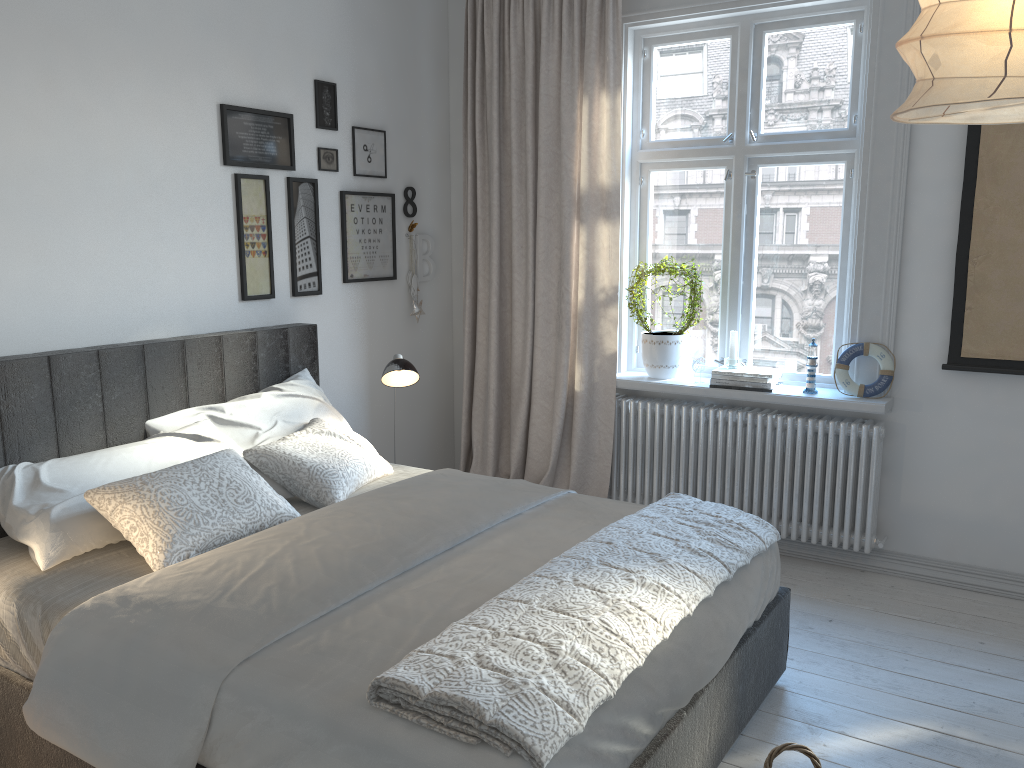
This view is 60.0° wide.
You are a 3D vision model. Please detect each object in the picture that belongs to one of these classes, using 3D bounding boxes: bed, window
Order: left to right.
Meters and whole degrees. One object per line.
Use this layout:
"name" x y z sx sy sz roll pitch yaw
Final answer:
"bed" -0.444 0.463 2.649 2.174 1.050 1.884 6 12 32
"window" -0.837 -1.520 7.051 7.971 7.032 11.938 6 12 32

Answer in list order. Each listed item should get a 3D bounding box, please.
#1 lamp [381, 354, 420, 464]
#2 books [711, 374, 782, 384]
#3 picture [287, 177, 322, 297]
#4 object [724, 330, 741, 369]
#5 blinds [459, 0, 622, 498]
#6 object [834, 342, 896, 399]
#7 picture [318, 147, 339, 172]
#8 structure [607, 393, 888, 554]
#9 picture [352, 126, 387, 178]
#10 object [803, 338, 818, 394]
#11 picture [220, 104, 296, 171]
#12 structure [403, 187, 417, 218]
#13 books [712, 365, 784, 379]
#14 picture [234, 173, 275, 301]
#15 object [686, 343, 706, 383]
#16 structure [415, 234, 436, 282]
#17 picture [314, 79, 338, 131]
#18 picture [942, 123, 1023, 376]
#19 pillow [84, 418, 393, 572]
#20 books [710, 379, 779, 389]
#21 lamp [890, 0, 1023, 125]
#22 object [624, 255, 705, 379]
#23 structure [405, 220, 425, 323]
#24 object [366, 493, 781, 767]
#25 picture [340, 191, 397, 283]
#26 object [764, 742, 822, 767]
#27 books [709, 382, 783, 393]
"lamp" -0.492 0.293 4.011 0.450 0.939 0.798 3 11 15
"books" 1.042 -0.038 3.939 0.253 0.022 0.207 6 11 33
"picture" -0.901 -0.638 3.858 0.020 0.506 0.165 7 12 32
"object" 0.988 -0.155 3.958 0.074 0.174 0.074 -2 11 -12
"blinds" 0.096 -0.610 4.173 0.830 2.656 0.224 7 12 32
"object" 1.454 -0.057 3.657 0.236 0.228 0.079 3 11 18
"picture" -0.815 -0.995 3.935 0.010 0.098 0.119 7 12 32
"structure" 0.944 0.365 4.090 1.504 0.549 0.195 6 12 32
"picture" -0.666 -1.082 4.155 0.010 0.221 0.225 7 12 32
"object" 1.270 -0.078 3.754 0.060 0.235 0.059 -3 11 -15
"picture" -1.024 -0.995 3.598 0.020 0.232 0.365 7 12 32
"structure" -0.509 -0.907 4.422 0.014 0.151 0.096 7 12 32
"books" 1.046 -0.056 3.933 0.269 0.015 0.202 5 11 29
"picture" -1.050 -0.599 3.629 0.020 0.506 0.165 7 12 32
"object" 0.845 -0.094 4.070 0.059 0.165 0.195 -2 10 -7
"structure" -0.445 -0.651 4.575 0.024 0.240 0.146 7 12 32
"picture" -0.815 -1.222 3.893 0.011 0.202 0.128 7 12 32
"picture" 2.045 -0.671 3.203 0.792 1.317 0.057 6 12 32
"pillow" -0.788 0.312 2.883 0.415 0.226 1.143 4 11 25
"books" 1.038 -0.016 3.953 0.262 0.025 0.207 4 11 25
"lamp" 0.728 -0.998 1.165 0.338 1.235 0.339 -5 12 -26
"object" 0.714 -0.316 4.158 0.385 0.576 0.216 2 11 13
"structure" -0.494 -0.563 4.465 0.078 0.516 0.133 4 11 20
"object" 0.262 0.501 2.187 0.404 0.104 1.457 6 11 32
"picture" -0.675 -0.696 4.204 0.021 0.416 0.364 7 12 32
"object" 0.572 0.966 1.770 0.319 0.352 0.318 -5 11 -25
"books" 1.042 0.005 3.939 0.272 0.013 0.219 5 11 29
